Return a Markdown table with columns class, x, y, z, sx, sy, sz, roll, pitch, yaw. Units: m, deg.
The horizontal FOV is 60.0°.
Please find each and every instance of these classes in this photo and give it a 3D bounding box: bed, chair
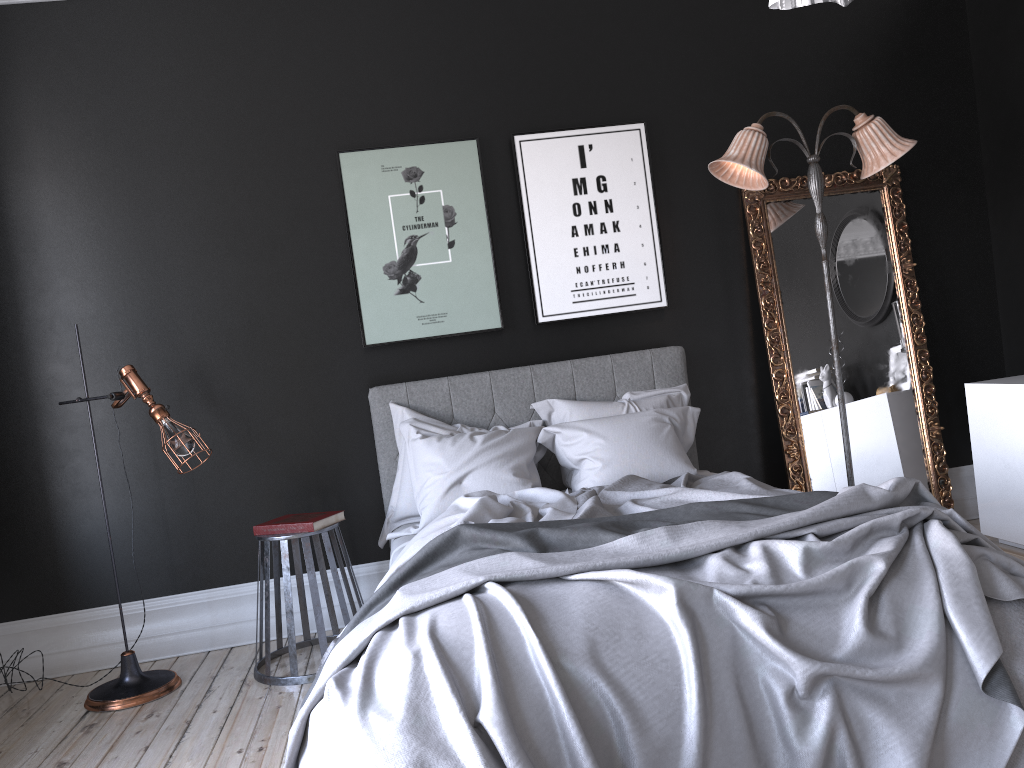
| class | x | y | z | sx | sy | sz | roll | pitch | yaw |
| --- | --- | --- | --- | --- | --- | --- | --- | --- | --- |
| bed | 0.302 | 0.564 | 3.479 | 2.763 | 1.299 | 3.284 | -8 | 2 | -19 |
| chair | -1.000 | 1.036 | 4.351 | 0.614 | 0.673 | 0.612 | -6 | 3 | 36 |

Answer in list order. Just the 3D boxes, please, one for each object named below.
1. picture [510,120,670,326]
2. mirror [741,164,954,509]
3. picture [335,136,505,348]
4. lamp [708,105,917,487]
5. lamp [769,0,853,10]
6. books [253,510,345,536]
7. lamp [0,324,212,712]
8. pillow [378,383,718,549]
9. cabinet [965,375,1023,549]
| class | x | y | z | sx | sy | sz | roll | pitch | yaw |
| --- | --- | --- | --- | --- | --- | --- | --- | --- | --- |
| picture | 0.451 | -0.918 | 5.029 | 0.791 | 1.079 | 0.014 | -8 | 3 | -8 |
| mirror | 1.982 | -0.160 | 5.189 | 0.991 | 2.194 | 0.254 | -8 | 3 | -8 |
| picture | -0.501 | -0.786 | 4.896 | 0.791 | 1.079 | 0.014 | -8 | 3 | -8 |
| lamp | 1.676 | -0.220 | 4.606 | 0.987 | 2.413 | 0.771 | -7 | 3 | 25 |
| lamp | 0.372 | -1.631 | 1.368 | 0.783 | 2.050 | 0.782 | -6 | 3 | 36 |
| books | -1.037 | 0.679 | 4.335 | 0.346 | 0.045 | 0.275 | -7 | 2 | 22 |
| lamp | -2.136 | 0.625 | 4.332 | 1.719 | 1.780 | 0.436 | -6 | 3 | 30 |
| pillow | 0.177 | 0.364 | 4.578 | 1.829 | 0.760 | 0.680 | -8 | 2 | -8 |
| cabinet | 2.987 | 0.405 | 3.732 | 0.570 | 0.883 | 2.395 | -8 | 2 | -8 |
